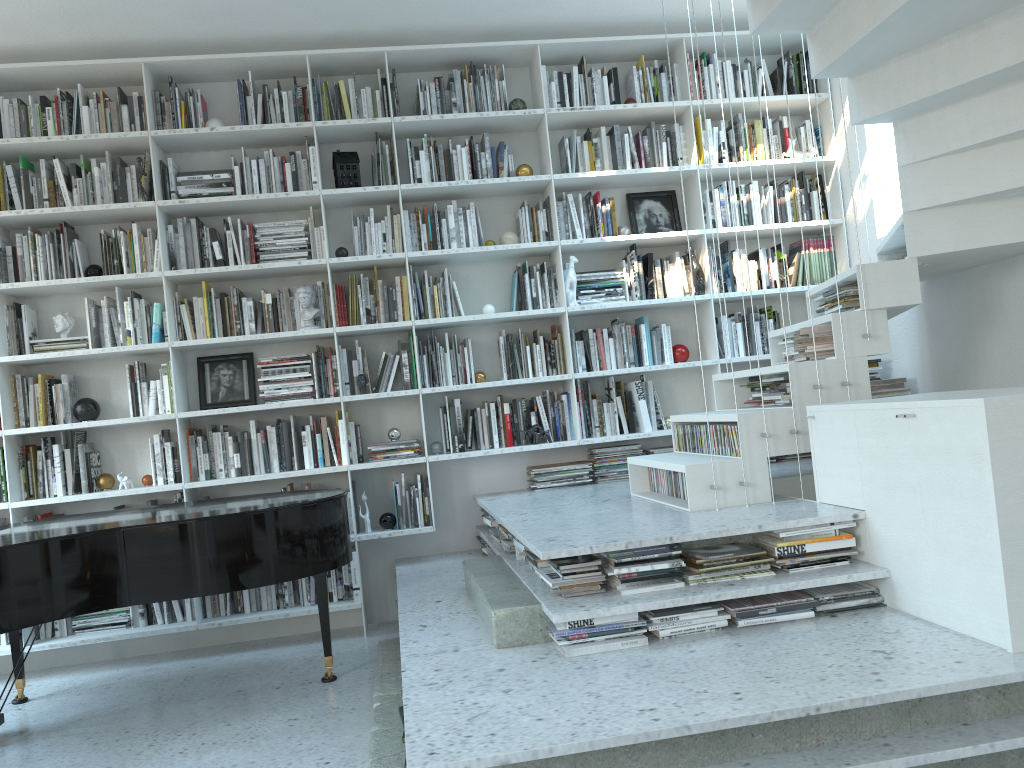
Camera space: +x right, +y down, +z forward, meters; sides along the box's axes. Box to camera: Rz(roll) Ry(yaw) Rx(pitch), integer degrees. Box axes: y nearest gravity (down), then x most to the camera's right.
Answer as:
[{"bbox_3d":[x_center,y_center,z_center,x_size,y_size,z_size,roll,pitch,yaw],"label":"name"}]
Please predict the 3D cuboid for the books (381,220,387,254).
[{"bbox_3d":[-0.713,-0.790,4.941,0.029,0.211,0.158,-6,-1,-8],"label":"books"}]

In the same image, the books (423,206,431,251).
[{"bbox_3d":[-0.480,-0.850,5.006,0.014,0.284,0.135,-6,-1,-8],"label":"books"}]

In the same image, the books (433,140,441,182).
[{"bbox_3d":[-0.424,-1.221,5.019,0.012,0.276,0.133,-6,-1,-8],"label":"books"}]

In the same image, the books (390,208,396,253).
[{"bbox_3d":[-0.666,-0.828,4.955,0.025,0.277,0.173,-6,-1,-8],"label":"books"}]

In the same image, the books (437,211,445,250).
[{"bbox_3d":[-0.404,-0.835,4.984,0.022,0.237,0.164,-6,-1,-8],"label":"books"}]

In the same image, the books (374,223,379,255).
[{"bbox_3d":[-0.750,-0.779,4.932,0.024,0.195,0.173,-6,-1,-8],"label":"books"}]

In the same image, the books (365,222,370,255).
[{"bbox_3d":[-0.801,-0.779,4.941,0.023,0.207,0.171,-6,-1,-8],"label":"books"}]

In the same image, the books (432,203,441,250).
[{"bbox_3d":[-0.423,-0.855,4.976,0.014,0.280,0.177,-6,-1,-8],"label":"books"}]

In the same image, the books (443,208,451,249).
[{"bbox_3d":[-0.366,-0.848,5.005,0.011,0.257,0.131,-6,-1,-8],"label":"books"}]

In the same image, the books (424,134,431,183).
[{"bbox_3d":[-0.475,-1.231,4.991,0.014,0.307,0.152,-6,-1,-8],"label":"books"}]

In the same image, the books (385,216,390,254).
[{"bbox_3d":[-0.696,-0.803,4.951,0.024,0.234,0.149,-6,-1,-8],"label":"books"}]

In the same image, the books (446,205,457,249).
[{"bbox_3d":[-0.342,-0.855,4.984,0.030,0.263,0.182,-6,-1,-8],"label":"books"}]

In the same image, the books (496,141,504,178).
[{"bbox_3d":[-0.069,-1.236,5.040,0.054,0.235,0.171,-6,-1,-8],"label":"books"}]

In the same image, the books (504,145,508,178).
[{"bbox_3d":[-0.047,-1.229,5.052,0.048,0.216,0.182,-6,-1,-8],"label":"books"}]

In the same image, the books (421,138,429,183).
[{"bbox_3d":[-0.488,-1.218,4.995,0.011,0.283,0.173,-6,-1,-8],"label":"books"}]

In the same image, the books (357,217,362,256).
[{"bbox_3d":[-0.846,-0.792,4.940,0.024,0.242,0.159,-6,-1,-8],"label":"books"}]

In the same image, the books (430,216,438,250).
[{"bbox_3d":[-0.442,-0.820,4.992,0.026,0.216,0.161,-6,-1,-8],"label":"books"}]

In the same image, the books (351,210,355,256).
[{"bbox_3d":[-0.879,-0.811,4.937,0.018,0.285,0.159,-6,-1,-8],"label":"books"}]

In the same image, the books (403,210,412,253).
[{"bbox_3d":[-0.586,-0.824,4.958,0.028,0.251,0.190,-6,-1,-8],"label":"books"}]

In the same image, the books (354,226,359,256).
[{"bbox_3d":[-0.859,-0.763,4.916,0.028,0.185,0.181,-6,-1,-8],"label":"books"}]

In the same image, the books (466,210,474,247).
[{"bbox_3d":[-0.243,-0.849,5.015,0.021,0.232,0.183,-6,-1,-8],"label":"books"}]

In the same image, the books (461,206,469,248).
[{"bbox_3d":[-0.269,-0.860,5.026,0.024,0.262,0.133,-6,-1,-8],"label":"books"}]

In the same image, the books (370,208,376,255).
[{"bbox_3d":[-0.769,-0.817,4.919,0.028,0.275,0.187,-6,-1,-8],"label":"books"}]

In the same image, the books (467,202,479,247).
[{"bbox_3d":[-0.221,-0.871,5.007,0.024,0.272,0.169,-6,-1,-8],"label":"books"}]

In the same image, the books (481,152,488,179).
[{"bbox_3d":[-0.166,-1.199,5.035,0.027,0.181,0.176,-6,-1,-8],"label":"books"}]

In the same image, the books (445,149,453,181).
[{"bbox_3d":[-0.361,-1.200,5.026,0.028,0.223,0.142,-6,-1,-8],"label":"books"}]

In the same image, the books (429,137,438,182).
[{"bbox_3d":[-0.440,-1.229,5.010,0.021,0.296,0.138,-6,-1,-8],"label":"books"}]

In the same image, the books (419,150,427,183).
[{"bbox_3d":[-0.500,-1.179,4.975,0.026,0.208,0.181,-6,-1,-8],"label":"books"}]

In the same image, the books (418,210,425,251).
[{"bbox_3d":[-0.509,-0.830,4.972,0.014,0.247,0.176,-6,-1,-8],"label":"books"}]

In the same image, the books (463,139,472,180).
[{"bbox_3d":[-0.250,-1.233,5.026,0.012,0.264,0.156,-6,-1,-8],"label":"books"}]

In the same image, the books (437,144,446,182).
[{"bbox_3d":[-0.399,-1.206,4.998,0.027,0.241,0.160,-6,-1,-8],"label":"books"}]

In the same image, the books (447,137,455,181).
[{"bbox_3d":[-0.343,-1.233,5.025,0.013,0.284,0.154,-6,-1,-8],"label":"books"}]

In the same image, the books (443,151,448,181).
[{"bbox_3d":[-0.380,-1.194,5.019,0.014,0.215,0.132,-6,-1,-8],"label":"books"}]

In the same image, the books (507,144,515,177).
[{"bbox_3d":[-0.014,-1.238,5.075,0.026,0.229,0.140,-6,-1,-8],"label":"books"}]

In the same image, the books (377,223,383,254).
[{"bbox_3d":[-0.732,-0.781,4.937,0.027,0.196,0.185,-6,-1,-8],"label":"books"}]

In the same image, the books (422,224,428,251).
[{"bbox_3d":[-0.490,-0.797,4.986,0.021,0.179,0.136,-6,-1,-8],"label":"books"}]

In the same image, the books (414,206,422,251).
[{"bbox_3d":[-0.527,-0.843,4.987,0.014,0.278,0.154,-6,-1,-8],"label":"books"}]

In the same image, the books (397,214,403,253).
[{"bbox_3d":[-0.629,-0.812,4.959,0.026,0.238,0.173,-6,-1,-8],"label":"books"}]

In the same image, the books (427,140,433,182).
[{"bbox_3d":[-0.462,-1.214,4.991,0.010,0.268,0.166,-6,-1,-8],"label":"books"}]

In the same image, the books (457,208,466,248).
[{"bbox_3d":[-0.290,-0.850,5.002,0.025,0.244,0.183,-6,-1,-8],"label":"books"}]

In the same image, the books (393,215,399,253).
[{"bbox_3d":[-0.645,-0.807,4.941,0.028,0.229,0.177,-6,-1,-8],"label":"books"}]

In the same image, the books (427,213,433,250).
[{"bbox_3d":[-0.462,-0.829,4.988,0.013,0.236,0.157,-6,-1,-8],"label":"books"}]

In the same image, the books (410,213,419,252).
[{"bbox_3d":[-0.547,-0.823,4.987,0.030,0.242,0.138,-6,-1,-8],"label":"books"}]

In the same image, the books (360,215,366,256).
[{"bbox_3d":[-0.828,-0.798,4.937,0.028,0.250,0.164,-6,-1,-8],"label":"books"}]

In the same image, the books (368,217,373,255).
[{"bbox_3d":[-0.787,-0.795,4.938,0.023,0.236,0.178,-6,-1,-8],"label":"books"}]

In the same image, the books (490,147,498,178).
[{"bbox_3d":[-0.111,-1.220,5.045,0.030,0.213,0.157,-6,-1,-8],"label":"books"}]

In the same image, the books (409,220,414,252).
[{"bbox_3d":[-0.567,-0.804,4.988,0.013,0.210,0.140,-6,-1,-8],"label":"books"}]

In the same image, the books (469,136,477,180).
[{"bbox_3d":[-0.222,-1.245,5.043,0.012,0.285,0.159,-6,-1,-8],"label":"books"}]

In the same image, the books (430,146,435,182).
[{"bbox_3d":[-0.450,-1.198,5.002,0.012,0.235,0.165,-6,-1,-8],"label":"books"}]

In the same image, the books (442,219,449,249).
[{"bbox_3d":[-0.380,-0.816,4.996,0.025,0.194,0.171,-6,-1,-8],"label":"books"}]

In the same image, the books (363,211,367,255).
[{"bbox_3d":[-0.815,-0.812,4.941,0.019,0.275,0.146,-6,-1,-8],"label":"books"}]

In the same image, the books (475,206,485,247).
[{"bbox_3d":[-0.185,-0.864,5.035,0.034,0.254,0.161,-6,-1,-8],"label":"books"}]

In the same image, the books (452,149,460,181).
[{"bbox_3d":[-0.321,-1.201,5.026,0.025,0.216,0.144,-6,-1,-8],"label":"books"}]

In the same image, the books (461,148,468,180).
[{"bbox_3d":[-0.272,-1.203,5.006,0.021,0.209,0.181,-6,-1,-8],"label":"books"}]

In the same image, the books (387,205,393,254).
[{"bbox_3d":[-0.683,-0.835,4.956,0.028,0.293,0.154,-6,-1,-8],"label":"books"}]

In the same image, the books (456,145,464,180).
[{"bbox_3d":[-0.297,-1.214,5.018,0.023,0.237,0.149,-6,-1,-8],"label":"books"}]

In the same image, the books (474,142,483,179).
[{"bbox_3d":[-0.197,-1.225,5.027,0.030,0.238,0.186,-6,-1,-8],"label":"books"}]

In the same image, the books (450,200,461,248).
[{"bbox_3d":[-0.320,-0.872,5.014,0.027,0.295,0.159,-6,-1,-8],"label":"books"}]

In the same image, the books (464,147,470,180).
[{"bbox_3d":[-0.259,-1.210,5.022,0.011,0.222,0.159,-6,-1,-8],"label":"books"}]

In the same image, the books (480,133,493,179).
[{"bbox_3d":[-0.142,-1.254,5.027,0.029,0.285,0.183,-6,-1,-8],"label":"books"}]
